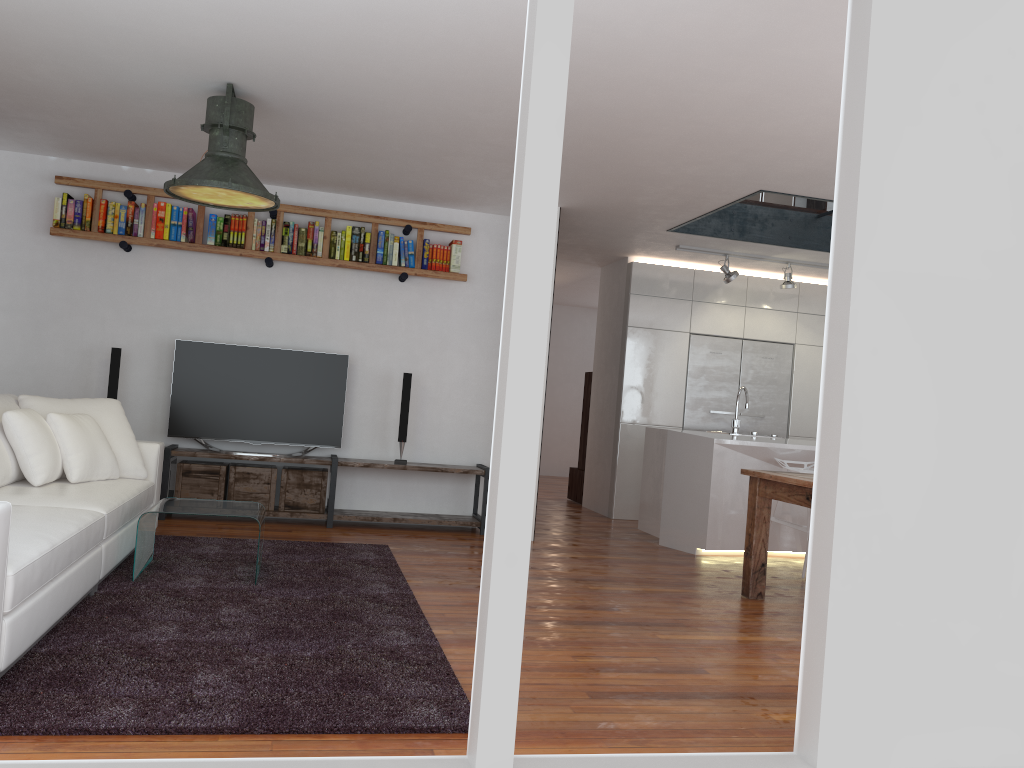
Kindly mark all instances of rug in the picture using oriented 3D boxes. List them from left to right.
[{"bbox_3d":[-1.372,0.978,4.036,1.895,0.019,3.193,5,-1,-13],"label":"rug"}]

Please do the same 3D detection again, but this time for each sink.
[{"bbox_3d":[1.936,0.308,7.352,0.492,0.570,0.459,5,-1,-13],"label":"sink"}]

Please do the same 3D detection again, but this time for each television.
[{"bbox_3d":[-1.855,0.123,6.524,1.230,0.786,0.298,5,-1,-13],"label":"television"}]

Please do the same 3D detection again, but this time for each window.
[{"bbox_3d":[2.770,-1.421,6.762,2.700,0.035,1.546,5,-1,-13],"label":"window"}]

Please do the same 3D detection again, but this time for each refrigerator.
[{"bbox_3d":[2.182,0.464,8.649,1.119,1.811,0.142,5,-1,-13],"label":"refrigerator"}]

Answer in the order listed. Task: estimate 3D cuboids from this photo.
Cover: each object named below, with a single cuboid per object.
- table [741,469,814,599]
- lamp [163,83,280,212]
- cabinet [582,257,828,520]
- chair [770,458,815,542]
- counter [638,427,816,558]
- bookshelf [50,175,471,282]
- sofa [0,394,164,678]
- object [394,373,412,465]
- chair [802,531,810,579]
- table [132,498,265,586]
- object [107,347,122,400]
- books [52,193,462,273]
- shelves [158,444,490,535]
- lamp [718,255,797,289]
[{"bbox_3d":[2.354,0.942,4.960,1.910,0.735,0.969,5,-1,-13],"label":"table"},{"bbox_3d":[-1.473,-1.234,4.590,0.572,0.561,0.572,5,-1,-8],"label":"lamp"},{"bbox_3d":[2.106,0.125,9.101,2.404,2.506,0.946,5,-1,-13],"label":"cabinet"},{"bbox_3d":[2.103,0.939,6.435,0.492,0.765,0.428,5,-1,-3],"label":"chair"},{"bbox_3d":[2.297,0.902,7.179,2.289,0.903,0.956,5,-1,-13],"label":"counter"},{"bbox_3d":[-1.799,-1.110,6.631,2.983,0.465,0.161,5,-1,-13],"label":"bookshelf"},{"bbox_3d":[-2.269,0.484,3.827,0.987,0.842,3.086,5,-1,-13],"label":"sofa"},{"bbox_3d":[-0.813,0.260,6.692,0.089,0.687,0.089,5,-1,-3],"label":"object"},{"bbox_3d":[2.228,0.960,5.805,0.577,0.710,0.505,5,-1,-23],"label":"chair"},{"bbox_3d":[-1.573,0.794,4.532,0.565,0.337,0.551,5,-1,-13],"label":"table"},{"bbox_3d":[-2.818,0.088,6.246,0.089,0.687,0.089,5,-1,-28],"label":"object"},{"bbox_3d":[-0.473,-1.846,7.190,5.671,1.974,0.733,5,-1,-24],"label":"books"},{"bbox_3d":[-1.908,0.745,6.504,3.473,0.506,0.414,5,-1,-13],"label":"shelves"},{"bbox_3d":[2.468,-0.968,8.016,1.324,0.254,0.154,5,-1,-13],"label":"lamp"}]
